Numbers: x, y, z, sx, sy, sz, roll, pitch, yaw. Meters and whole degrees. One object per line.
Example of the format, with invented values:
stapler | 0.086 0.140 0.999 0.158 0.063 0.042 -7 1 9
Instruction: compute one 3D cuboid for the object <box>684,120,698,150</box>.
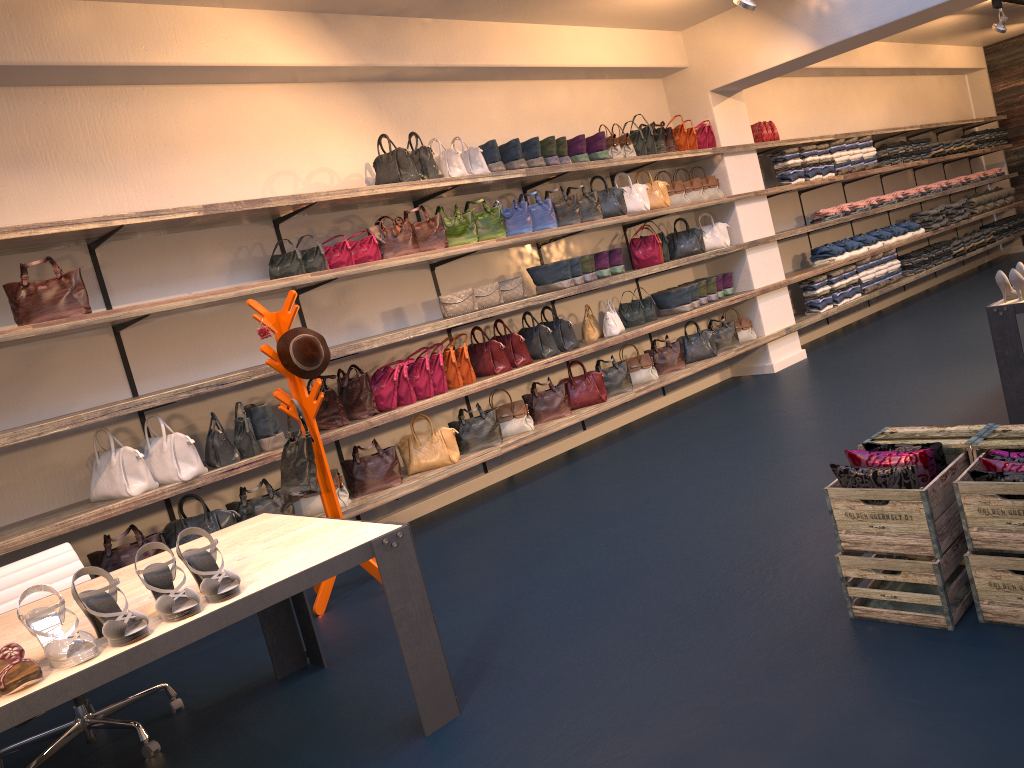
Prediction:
object | 1.661 -2.388 8.413 0.249 0.330 0.231 -13 6 6

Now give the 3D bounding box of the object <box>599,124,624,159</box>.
object | 0.809 -2.095 7.567 0.178 0.334 0.325 -17 7 -29

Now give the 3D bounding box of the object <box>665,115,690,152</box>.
object | 1.553 -2.379 8.313 0.249 0.384 0.231 -13 6 6

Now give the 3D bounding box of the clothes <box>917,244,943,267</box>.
clothes | 5.748 -1.762 11.957 0.334 0.298 0.322 -19 8 -41

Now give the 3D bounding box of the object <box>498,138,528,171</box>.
object | -0.038 -1.746 6.731 0.194 0.231 0.381 -18 8 -39

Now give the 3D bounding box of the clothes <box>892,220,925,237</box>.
clothes | 5.303 -2.087 11.734 0.468 0.240 0.387 -19 8 -42

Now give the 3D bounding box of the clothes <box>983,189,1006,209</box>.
clothes | 7.763 -2.997 14.023 0.428 0.341 0.308 -18 7 -36

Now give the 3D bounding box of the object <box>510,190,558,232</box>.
object | 0.175 -1.368 6.906 0.386 0.338 0.212 -14 6 -7

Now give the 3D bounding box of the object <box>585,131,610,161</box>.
object | 0.675 -1.991 7.410 0.194 0.235 0.381 -18 8 -39

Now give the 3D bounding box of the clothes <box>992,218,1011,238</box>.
clothes | 7.851 -2.494 13.978 0.334 0.298 0.350 -9 8 37

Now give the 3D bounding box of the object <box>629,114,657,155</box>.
object | 1.170 -2.253 7.916 0.268 0.409 0.148 -8 8 44

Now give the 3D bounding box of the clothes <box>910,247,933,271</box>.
clothes | 5.497 -1.675 11.716 0.334 0.298 0.350 -9 8 37

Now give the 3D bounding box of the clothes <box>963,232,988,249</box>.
clothes | 6.970 -2.174 13.209 0.377 0.251 0.381 -17 7 -32

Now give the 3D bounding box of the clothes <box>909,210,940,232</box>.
clothes | 5.695 -2.244 11.986 0.341 0.302 0.383 -9 7 36

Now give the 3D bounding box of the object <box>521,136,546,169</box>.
object | 0.094 -1.792 6.858 0.382 0.231 0.194 -8 8 40

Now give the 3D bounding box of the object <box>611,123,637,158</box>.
object | 0.936 -2.139 7.689 0.178 0.334 0.325 -17 7 -29

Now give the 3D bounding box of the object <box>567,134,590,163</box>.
object | 0.485 -1.934 7.303 0.381 0.235 0.194 -7 8 43

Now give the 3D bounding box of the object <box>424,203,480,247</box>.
object | -0.431 -1.148 6.316 0.384 0.322 0.193 -14 6 -6

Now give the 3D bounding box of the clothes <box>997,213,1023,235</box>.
clothes | 8.228 -2.626 14.345 0.706 0.298 0.334 -19 8 -40

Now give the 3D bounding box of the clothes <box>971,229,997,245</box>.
clothes | 7.275 -2.280 13.500 0.379 0.251 0.379 -7 9 45

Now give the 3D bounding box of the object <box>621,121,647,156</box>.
object | 1.070 -2.189 7.816 0.268 0.351 0.148 -8 8 44

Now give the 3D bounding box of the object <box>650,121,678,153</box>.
object | 1.411 -2.323 8.247 0.236 0.338 0.344 -18 7 -34

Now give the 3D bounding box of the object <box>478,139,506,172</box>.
object | -0.185 -1.701 6.591 0.195 0.244 0.316 -16 7 -20

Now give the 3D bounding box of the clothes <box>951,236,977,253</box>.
clothes | 6.651 -2.063 12.901 0.379 0.251 0.379 -7 9 45

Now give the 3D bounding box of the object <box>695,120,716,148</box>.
object | 1.881 -2.450 8.599 0.241 0.310 0.224 -13 6 9

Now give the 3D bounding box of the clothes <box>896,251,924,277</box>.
clothes | 5.254 -1.588 11.468 0.356 0.298 0.338 -18 8 -39

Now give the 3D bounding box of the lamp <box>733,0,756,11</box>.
lamp | 1.805 -2.994 6.655 0.230 0.327 0.189 -12 6 16

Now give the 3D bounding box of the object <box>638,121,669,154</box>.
object | 1.278 -2.272 8.091 0.294 0.337 0.285 -14 6 0

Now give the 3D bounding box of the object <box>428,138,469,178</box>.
object | -0.509 -1.633 6.334 0.389 0.330 0.210 -8 8 41

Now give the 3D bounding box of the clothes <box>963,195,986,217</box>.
clothes | 7.086 -2.761 13.373 0.428 0.341 0.308 -18 7 -36

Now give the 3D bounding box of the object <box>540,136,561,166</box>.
object | 0.223 -1.838 7.013 0.381 0.235 0.194 -7 8 43

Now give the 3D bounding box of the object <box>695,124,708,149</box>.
object | 1.814 -2.405 8.516 0.304 0.283 0.256 -14 6 -6

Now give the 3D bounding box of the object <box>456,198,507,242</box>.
object | -0.230 -1.227 6.517 0.386 0.338 0.212 -14 6 -7

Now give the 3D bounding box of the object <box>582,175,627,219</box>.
object | 0.784 -1.609 7.491 0.437 0.385 0.188 -14 5 -8

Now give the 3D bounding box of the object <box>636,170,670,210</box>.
object | 1.237 -1.767 7.930 0.437 0.385 0.188 -14 5 -8

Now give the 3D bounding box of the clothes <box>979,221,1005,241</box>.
clothes | 7.607 -2.408 13.730 0.356 0.298 0.338 -18 8 -39

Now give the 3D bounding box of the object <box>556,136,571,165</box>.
object | 0.332 -1.885 7.196 0.194 0.235 0.381 -19 8 -41

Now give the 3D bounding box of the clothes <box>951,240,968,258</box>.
clothes | 6.347 -1.957 12.610 0.377 0.251 0.381 -17 7 -32

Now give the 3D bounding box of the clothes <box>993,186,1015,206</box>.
clothes | 8.101 -3.114 14.349 0.428 0.341 0.308 -18 7 -36

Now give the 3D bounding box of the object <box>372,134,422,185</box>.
object | -0.827 -1.550 6.030 0.389 0.385 0.210 -8 8 41

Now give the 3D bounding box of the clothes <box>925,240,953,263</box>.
clothes | 5.999 -1.849 12.199 0.334 0.298 0.322 -18 7 -35

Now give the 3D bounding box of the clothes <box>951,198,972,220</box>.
clothes | 6.583 -2.563 12.853 0.356 0.317 0.391 -9 7 34

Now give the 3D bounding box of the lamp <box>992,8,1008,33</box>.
lamp | 6.013 -4.460 10.704 0.181 0.327 0.241 -14 6 3

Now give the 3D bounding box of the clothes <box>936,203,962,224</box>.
clothes | 6.301 -2.455 12.568 0.341 0.302 0.383 -9 7 36

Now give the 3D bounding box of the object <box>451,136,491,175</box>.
object | -0.353 -1.688 6.484 0.388 0.330 0.210 -8 8 43

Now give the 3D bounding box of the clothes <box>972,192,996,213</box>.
clothes | 7.424 -2.879 13.698 0.428 0.341 0.308 -18 7 -36
